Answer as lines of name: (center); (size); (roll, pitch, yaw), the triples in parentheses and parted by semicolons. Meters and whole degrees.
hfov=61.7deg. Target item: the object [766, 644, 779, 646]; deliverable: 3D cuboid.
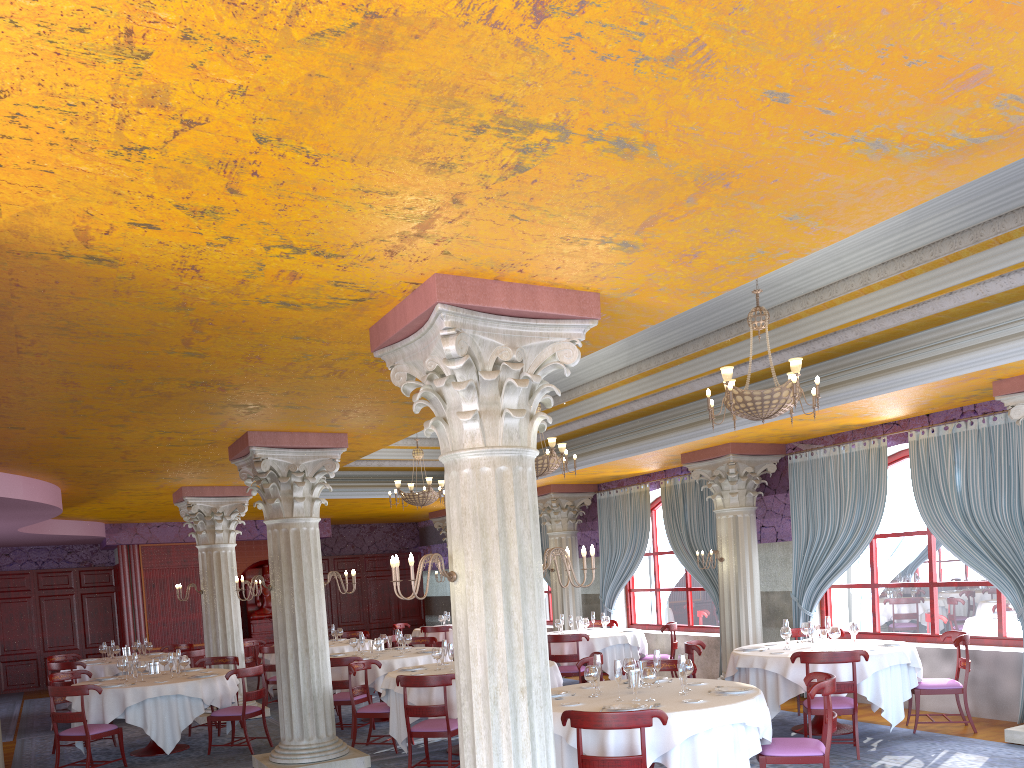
object: (3.173, 3.181, 10.444); (0.158, 0.009, 0.162); (-2, -13, -9)

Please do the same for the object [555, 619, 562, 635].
object: (0.773, 4.030, 14.191); (0.122, 0.265, 0.123); (-4, 0, -15)

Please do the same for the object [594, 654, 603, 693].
object: (0.742, 2.495, 7.380); (0.073, 0.337, 0.074); (-5, 3, -38)

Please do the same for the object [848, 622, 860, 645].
object: (3.945, 2.882, 9.877); (0.121, 0.265, 0.123); (-4, 0, -38)

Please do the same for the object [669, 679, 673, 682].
object: (1.453, 2.712, 7.838); (0.028, 0.013, 0.236); (-6, -13, 15)

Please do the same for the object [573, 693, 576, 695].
object: (0.537, 2.666, 7.365); (0.030, 0.011, 0.141); (-7, -13, 17)

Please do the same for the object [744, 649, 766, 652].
object: (2.794, 3.072, 9.866); (0.258, 0.020, 0.055); (-8, -12, 21)

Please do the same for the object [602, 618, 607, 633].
object: (1.521, 3.982, 14.124); (0.086, 0.238, 0.085); (-3, 1, 41)

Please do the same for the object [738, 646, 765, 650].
object: (2.819, 3.114, 10.077); (0.312, 0.024, 0.320); (3, -14, -28)

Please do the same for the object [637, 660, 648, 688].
object: (1.151, 2.549, 7.519); (0.086, 0.238, 0.085); (-3, 1, 41)

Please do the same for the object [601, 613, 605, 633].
object: (1.489, 3.907, 13.997); (0.074, 0.337, 0.073); (-3, 2, 7)

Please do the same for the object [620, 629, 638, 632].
object: (1.913, 4.036, 14.003); (0.312, 0.024, 0.320); (3, -14, -28)

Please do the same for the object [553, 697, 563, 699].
object: (0.312, 2.634, 7.179); (0.258, 0.020, 0.055); (-8, -12, 21)

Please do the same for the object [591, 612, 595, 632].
object: (1.380, 4.031, 14.529); (0.073, 0.337, 0.074); (-5, 3, -38)

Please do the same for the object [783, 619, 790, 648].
object: (3.224, 2.933, 10.068); (0.074, 0.337, 0.073); (-3, 2, 7)

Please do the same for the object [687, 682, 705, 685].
object: (1.619, 2.636, 7.530); (0.158, 0.009, 0.162); (3, -14, -28)

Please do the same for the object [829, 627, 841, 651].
object: (3.567, 2.813, 9.459); (0.122, 0.265, 0.123); (-4, 0, -15)

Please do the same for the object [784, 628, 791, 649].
object: (3.198, 2.956, 9.945); (0.086, 0.238, 0.085); (-3, 1, 41)

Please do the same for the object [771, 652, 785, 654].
object: (2.950, 2.991, 9.517); (0.158, 0.009, 0.162); (-2, -13, -9)

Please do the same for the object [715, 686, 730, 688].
object: (1.832, 2.538, 7.172); (0.258, 0.020, 0.055); (-8, -12, 21)

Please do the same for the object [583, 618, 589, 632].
object: (1.257, 4.095, 14.560); (0.086, 0.238, 0.085); (-4, 1, -4)

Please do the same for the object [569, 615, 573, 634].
object: (0.957, 3.916, 13.889); (0.073, 0.337, 0.073); (-4, 2, -15)

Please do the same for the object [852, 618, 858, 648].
object: (3.865, 2.799, 9.643); (0.073, 0.337, 0.074); (-5, 3, -38)

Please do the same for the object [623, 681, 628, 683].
object: (1.073, 2.754, 7.936); (0.055, 0.019, 0.260); (-7, -13, 19)

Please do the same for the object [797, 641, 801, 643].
object: (3.555, 3.191, 10.624); (0.055, 0.019, 0.260); (-7, -13, 19)

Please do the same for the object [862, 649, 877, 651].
object: (3.877, 2.883, 9.291); (0.158, 0.009, 0.162); (3, -14, -28)

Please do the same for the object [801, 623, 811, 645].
object: (3.526, 2.991, 10.256); (0.121, 0.265, 0.123); (-4, 0, -38)

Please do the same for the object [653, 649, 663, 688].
object: (1.274, 2.486, 7.488); (0.073, 0.337, 0.074); (-5, 3, -38)

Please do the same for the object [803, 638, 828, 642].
object: (3.765, 3.170, 10.598); (0.312, 0.024, 0.320); (3, -14, -28)

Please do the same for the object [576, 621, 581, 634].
object: (1.086, 3.951, 13.862); (0.086, 0.238, 0.085); (-4, 1, -4)

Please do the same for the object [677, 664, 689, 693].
object: (1.414, 2.437, 7.083); (0.086, 0.238, 0.085); (-4, 1, -4)

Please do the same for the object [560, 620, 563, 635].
object: (0.823, 4.064, 14.298); (0.085, 0.238, 0.086); (-4, 1, -26)

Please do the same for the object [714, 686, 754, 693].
object: (1.807, 2.491, 6.961); (0.312, 0.024, 0.320); (-2, -12, -9)

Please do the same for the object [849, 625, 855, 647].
object: (3.896, 2.874, 9.771); (0.086, 0.238, 0.085); (-3, 1, 41)

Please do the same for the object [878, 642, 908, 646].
object: (4.289, 2.929, 9.649); (0.312, 0.024, 0.320); (-2, -12, -9)

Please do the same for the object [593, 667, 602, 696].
object: (0.716, 2.519, 7.257); (0.086, 0.238, 0.085); (-3, 1, 41)

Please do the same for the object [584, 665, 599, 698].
object: (0.666, 2.485, 7.150); (0.121, 0.265, 0.123); (-4, 0, -38)

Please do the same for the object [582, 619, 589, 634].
object: (1.191, 3.920, 13.812); (0.123, 0.265, 0.121); (-4, 0, 30)

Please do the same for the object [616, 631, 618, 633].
object: (1.714, 4.061, 14.027); (0.030, 0.011, 0.141); (-7, -13, 17)

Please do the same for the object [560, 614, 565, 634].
object: (0.848, 4.041, 14.421); (0.074, 0.337, 0.073); (-2, 2, 30)

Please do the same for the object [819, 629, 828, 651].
object: (3.462, 2.844, 9.509); (0.086, 0.238, 0.085); (-3, 1, 41)

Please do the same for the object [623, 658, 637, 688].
object: (1.044, 2.553, 7.568); (0.122, 0.265, 0.122); (-4, 0, 7)

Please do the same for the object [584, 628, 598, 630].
object: (1.389, 4.278, 14.952); (0.312, 0.024, 0.320); (3, -14, -28)

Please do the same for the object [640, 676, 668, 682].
object: (1.283, 2.733, 7.910); (0.318, 0.024, 0.314); (-14, -16, 40)

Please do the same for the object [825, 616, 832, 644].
object: (3.756, 2.924, 10.176); (0.074, 0.337, 0.073); (-3, 2, 7)

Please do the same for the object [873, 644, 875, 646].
object: (4.090, 2.953, 9.673); (0.030, 0.011, 0.141); (-7, -13, 17)

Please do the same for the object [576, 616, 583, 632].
object: (1.150, 4.099, 14.609); (0.121, 0.265, 0.123); (-4, 0, -38)

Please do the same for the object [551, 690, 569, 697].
object: (0.337, 2.677, 7.389); (0.312, 0.024, 0.320); (-2, -12, -9)

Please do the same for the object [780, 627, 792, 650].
object: (3.148, 2.923, 9.838); (0.122, 0.265, 0.123); (-4, 0, -15)

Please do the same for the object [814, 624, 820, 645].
object: (3.633, 2.987, 10.207); (0.086, 0.238, 0.085); (-4, 1, -4)

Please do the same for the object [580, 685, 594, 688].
object: (0.691, 2.743, 7.756); (0.158, 0.009, 0.162); (3, -14, -28)

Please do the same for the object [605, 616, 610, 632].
object: (1.569, 3.989, 14.230); (0.123, 0.265, 0.121); (-4, 0, 30)

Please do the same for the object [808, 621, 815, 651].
object: (3.333, 2.809, 9.535); (0.074, 0.337, 0.073); (-3, 2, 7)

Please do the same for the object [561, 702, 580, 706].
object: (0.468, 2.553, 6.829); (0.158, 0.009, 0.162); (3, -14, -28)
